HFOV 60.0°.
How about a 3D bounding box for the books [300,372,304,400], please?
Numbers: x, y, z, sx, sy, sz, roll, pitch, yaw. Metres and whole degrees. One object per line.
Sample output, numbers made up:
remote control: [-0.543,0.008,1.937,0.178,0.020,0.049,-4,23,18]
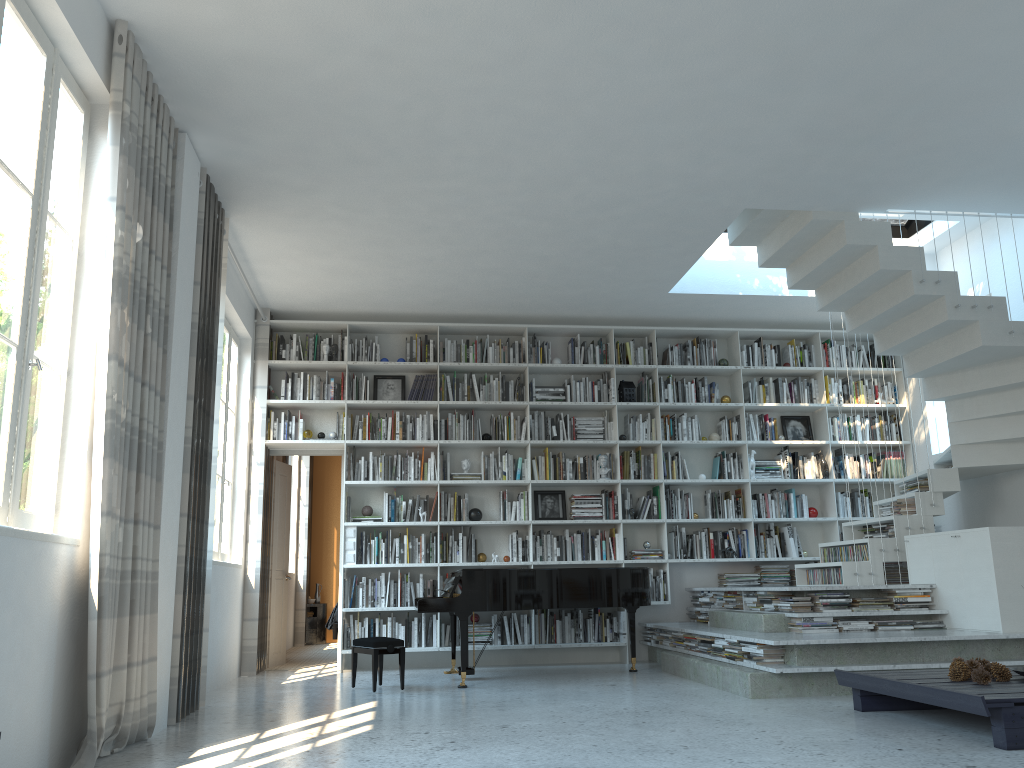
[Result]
books: [-1.943,0.049,8.229,0.021,0.285,0.179,0,-13,-7]

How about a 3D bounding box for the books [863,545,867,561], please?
books: [2.812,1.318,6.917,0.125,0.123,0.034,0,-12,-7]

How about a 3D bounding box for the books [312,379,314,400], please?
books: [-1.849,0.085,8.275,0.011,0.231,0.135,0,-13,-7]

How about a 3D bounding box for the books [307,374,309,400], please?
books: [-1.890,0.060,8.245,0.013,0.268,0.162,0,-13,-7]

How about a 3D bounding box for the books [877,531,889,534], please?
books: [3.157,1.236,7.382,0.149,0.013,0.220,-1,-13,-2]

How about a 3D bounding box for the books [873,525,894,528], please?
books: [3.143,1.186,7.391,0.177,0.014,0.194,2,-13,-12]

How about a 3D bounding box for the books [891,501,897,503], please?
books: [3.274,0.980,7.393,0.155,0.009,0.155,1,-13,-7]

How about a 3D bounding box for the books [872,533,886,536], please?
books: [3.145,1.249,7.378,0.184,0.013,0.226,1,-13,-10]

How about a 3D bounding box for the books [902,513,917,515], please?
books: [3.241,1.052,7.124,0.206,0.012,0.183,-6,-14,20]

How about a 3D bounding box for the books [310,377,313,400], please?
books: [-1.861,0.073,8.246,0.021,0.243,0.174,0,-13,-7]

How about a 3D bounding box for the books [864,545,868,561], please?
books: [2.814,1.315,6.903,0.125,0.123,0.035,1,-12,-7]

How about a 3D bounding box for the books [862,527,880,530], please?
books: [3.128,1.240,7.609,0.161,0.012,0.195,1,-13,-10]

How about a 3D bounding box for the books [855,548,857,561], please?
books: [2.794,1.349,7.056,0.125,0.125,0.009,0,-12,-7]

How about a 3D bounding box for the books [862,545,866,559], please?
books: [2.811,1.320,6.925,0.125,0.122,0.037,1,-12,-7]

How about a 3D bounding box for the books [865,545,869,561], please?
books: [2.816,1.311,6.888,0.125,0.123,0.035,1,-12,-7]

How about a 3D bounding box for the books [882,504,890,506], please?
books: [3.320,1.041,7.659,0.157,0.014,0.180,1,-13,-9]

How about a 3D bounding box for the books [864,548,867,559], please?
books: [2.813,1.316,6.910,0.125,0.123,0.034,0,-12,-7]

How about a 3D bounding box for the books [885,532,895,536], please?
books: [3.091,1.201,7.098,0.172,0.019,0.240,-5,-14,17]

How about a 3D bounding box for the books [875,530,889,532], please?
books: [3.143,1.224,7.383,0.189,0.012,0.156,0,-13,-4]

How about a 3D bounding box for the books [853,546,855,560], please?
books: [2.791,1.354,7.081,0.125,0.125,0.008,0,-12,-7]

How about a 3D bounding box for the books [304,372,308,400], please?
books: [-1.917,0.051,8.253,0.037,0.291,0.156,0,-13,-7]

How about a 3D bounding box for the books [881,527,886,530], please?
books: [3.168,1.202,7.391,0.133,0.017,0.179,0,-13,-3]

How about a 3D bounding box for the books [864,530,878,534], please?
books: [3.133,1.271,7.603,0.140,0.022,0.181,2,-13,-14]

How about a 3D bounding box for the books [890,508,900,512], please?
books: [3.277,1.038,7.360,0.178,0.035,0.222,-1,-13,-3]

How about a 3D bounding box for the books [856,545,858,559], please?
books: [2.797,1.343,7.034,0.125,0.125,0.008,0,-12,-7]

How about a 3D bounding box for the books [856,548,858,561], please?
books: [2.796,1.345,7.041,0.125,0.125,0.007,0,-12,-7]

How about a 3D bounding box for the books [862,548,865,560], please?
books: [2.809,1.323,6.941,0.125,0.123,0.034,0,-12,-7]

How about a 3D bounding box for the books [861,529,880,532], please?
books: [3.126,1.256,7.605,0.159,0.009,0.208,1,-13,-11]

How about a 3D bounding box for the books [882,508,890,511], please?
books: [3.323,1.081,7.650,0.149,0.016,0.240,1,-13,-9]

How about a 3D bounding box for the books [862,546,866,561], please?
books: [2.810,1.322,6.933,0.125,0.123,0.035,1,-12,-7]

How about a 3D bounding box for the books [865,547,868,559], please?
books: [2.815,1.313,6.895,0.125,0.123,0.036,1,-12,-7]

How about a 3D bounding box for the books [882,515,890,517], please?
books: [3.327,1.134,7.639,0.138,0.010,0.255,1,-13,-10]

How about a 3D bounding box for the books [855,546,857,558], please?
books: [2.795,1.347,7.048,0.125,0.125,0.007,0,-12,-7]

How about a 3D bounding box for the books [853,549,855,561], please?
books: [2.790,1.356,7.089,0.125,0.125,0.007,0,-12,-7]

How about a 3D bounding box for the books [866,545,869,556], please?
books: [2.818,1.308,6.873,0.125,0.123,0.036,1,-12,-7]

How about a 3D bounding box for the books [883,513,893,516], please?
books: [3.318,1.124,7.640,0.160,0.010,0.180,0,-13,-4]

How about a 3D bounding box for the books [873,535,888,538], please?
books: [3.146,1.264,7.375,0.175,0.016,0.208,2,-13,-12]

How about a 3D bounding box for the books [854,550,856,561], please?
books: [2.792,1.353,7.074,0.125,0.125,0.008,0,-12,-7]

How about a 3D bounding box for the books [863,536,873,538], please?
books: [3.120,1.312,7.592,0.159,0.012,0.226,-1,-13,1]

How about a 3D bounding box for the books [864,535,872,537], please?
books: [3.134,1.299,7.596,0.145,0.015,0.166,2,-13,-12]

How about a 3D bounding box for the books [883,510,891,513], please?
books: [3.329,1.098,7.647,0.143,0.019,0.231,1,-13,-8]

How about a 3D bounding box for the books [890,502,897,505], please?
books: [3.275,0.992,7.385,0.166,0.017,0.191,0,-13,-5]

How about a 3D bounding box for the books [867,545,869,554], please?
books: [2.819,1.306,6.865,0.125,0.123,0.034,0,-12,-7]

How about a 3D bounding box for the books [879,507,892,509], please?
books: [3.307,1.067,7.651,0.173,0.011,0.204,2,-13,-12]

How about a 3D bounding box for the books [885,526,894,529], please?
books: [3.101,1.150,7.107,0.169,0.014,0.213,-4,-13,12]

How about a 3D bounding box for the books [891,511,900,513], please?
books: [3.277,1.058,7.360,0.188,0.005,0.182,1,-13,-7]

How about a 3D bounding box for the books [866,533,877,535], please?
books: [3.141,1.287,7.600,0.132,0.010,0.198,0,-13,-3]

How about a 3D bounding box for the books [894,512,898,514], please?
books: [3.275,1.072,7.382,0.139,0.013,0.155,0,-13,-5]

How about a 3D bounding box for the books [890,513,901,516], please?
books: [3.277,1.082,7.364,0.200,0.014,0.178,0,-13,-3]

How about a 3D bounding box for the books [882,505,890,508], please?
books: [3.317,1.055,7.655,0.157,0.014,0.180,1,-13,-11]

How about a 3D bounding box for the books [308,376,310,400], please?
books: [-1.878,0.070,8.244,0.012,0.248,0.192,0,-13,-7]

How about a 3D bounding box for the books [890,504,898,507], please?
books: [3.275,1.006,7.380,0.218,0.012,0.156,-3,-13,9]

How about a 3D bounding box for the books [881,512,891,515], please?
books: [3.328,1.113,7.644,0.145,0.012,0.297,1,-13,-8]

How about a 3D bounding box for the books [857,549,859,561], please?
books: [2.798,1.342,7.027,0.125,0.125,0.008,0,-12,-7]

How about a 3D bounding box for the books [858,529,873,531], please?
books: [3.108,1.249,7.604,0.198,0.006,0.189,1,-13,-11]

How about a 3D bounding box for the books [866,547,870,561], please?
books: [2.817,1.309,6.880,0.125,0.123,0.034,0,-12,-7]

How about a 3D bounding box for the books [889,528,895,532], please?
books: [3.113,1.169,7.100,0.141,0.028,0.223,-4,-13,11]

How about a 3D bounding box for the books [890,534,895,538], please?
books: [3.111,1.217,7.090,0.136,0.017,0.289,-5,-13,15]

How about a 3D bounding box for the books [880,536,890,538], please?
books: [3.162,1.275,7.374,0.147,0.008,0.188,0,-13,-3]
